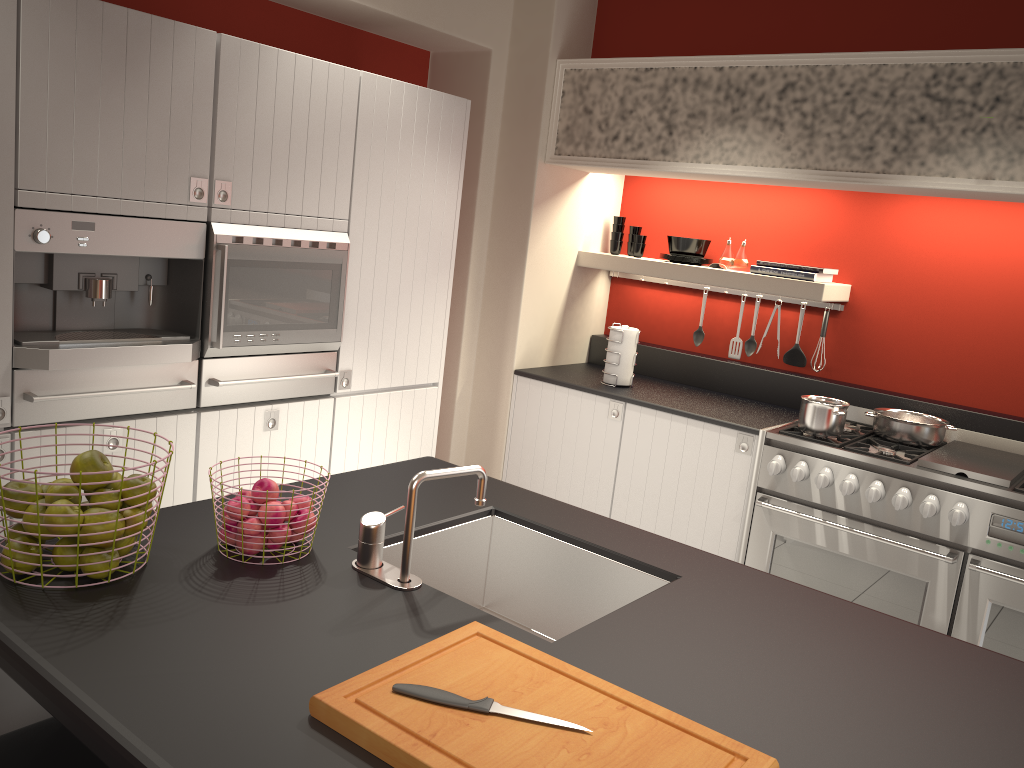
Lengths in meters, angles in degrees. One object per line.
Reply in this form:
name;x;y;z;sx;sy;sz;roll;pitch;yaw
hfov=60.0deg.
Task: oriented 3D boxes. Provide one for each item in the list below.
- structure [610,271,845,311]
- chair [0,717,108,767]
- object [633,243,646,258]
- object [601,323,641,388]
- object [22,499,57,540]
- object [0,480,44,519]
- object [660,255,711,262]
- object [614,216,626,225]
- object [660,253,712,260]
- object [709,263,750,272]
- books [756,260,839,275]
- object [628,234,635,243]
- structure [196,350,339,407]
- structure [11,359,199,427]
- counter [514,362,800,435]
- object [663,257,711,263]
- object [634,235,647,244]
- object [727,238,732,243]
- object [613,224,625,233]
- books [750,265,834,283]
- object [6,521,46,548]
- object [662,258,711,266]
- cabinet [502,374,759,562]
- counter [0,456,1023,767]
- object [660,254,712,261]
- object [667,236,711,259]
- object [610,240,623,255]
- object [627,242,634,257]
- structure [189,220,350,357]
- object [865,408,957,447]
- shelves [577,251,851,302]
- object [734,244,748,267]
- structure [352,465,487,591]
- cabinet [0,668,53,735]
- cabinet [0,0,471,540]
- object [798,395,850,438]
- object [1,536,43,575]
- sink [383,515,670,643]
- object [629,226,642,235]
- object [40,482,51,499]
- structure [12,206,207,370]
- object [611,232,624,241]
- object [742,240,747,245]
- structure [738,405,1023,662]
structure;1.101;-0.506;4.739;1.356;0.034;0.054;15;13;37
chair;-0.856;0.908;1.474;0.383;1.007;0.474;14;13;37
object;0.681;-0.719;4.777;0.070;0.076;0.070;8;10;9
object;0.548;-0.147;4.488;0.168;0.304;0.163;2;11;-23
object;-0.875;0.254;1.663;0.076;0.077;0.076;7;10;2
object;-0.934;0.221;1.689;0.077;0.068;0.076;13;12;30
object;0.920;-0.655;4.693;0.280;0.016;0.280;14;13;36
object;0.599;-0.898;4.963;0.070;0.076;0.070;8;10;9
object;0.922;-0.666;4.691;0.280;0.016;0.280;14;13;36
object;1.122;-0.592;4.508;0.183;0.027;0.160;2;11;-24
books;1.381;-0.565;4.293;0.332;0.026;0.207;15;13;37
object;0.675;-0.790;4.912;0.070;0.076;0.070;8;10;9
structure;-0.916;-0.024;3.395;0.129;0.177;0.617;14;13;37
structure;-1.308;0.021;2.904;0.129;0.177;0.617;14;13;37
counter;0.755;0.048;4.475;1.361;0.026;0.699;15;13;37
object;0.920;-0.650;4.694;0.280;0.016;0.280;14;13;36
object;0.686;-0.762;4.769;0.070;0.076;0.070;8;10;9
object;1.097;-0.722;4.468;0.023;0.031;0.024;5;10;-11
object;0.594;-0.855;4.971;0.070;0.076;0.070;8;10;9
books;1.352;-0.534;4.293;0.331;0.042;0.207;16;14;42
object;-0.931;0.295;1.701;0.068;0.068;0.068;-2;14;-41
object;0.919;-0.645;4.695;0.280;0.016;0.280;14;13;36
cabinet;0.696;0.546;4.568;1.362;0.992;0.687;14;13;37
counter;0.097;0.498;1.592;2.055;0.050;1.416;15;13;37
object;0.921;-0.660;4.692;0.280;0.016;0.280;14;13;36
object;0.928;-0.716;4.682;0.232;0.108;0.233;5;11;-11
object;0.562;-0.738;4.806;0.070;0.076;0.070;8;10;9
object;0.670;-0.747;4.919;0.070;0.076;0.070;8;10;9
structure;-0.943;-0.365;3.382;0.333;0.472;0.610;14;13;37
object;1.747;0.192;3.905;0.309;0.104;0.310;2;11;-24
shelves;1.003;-0.568;4.606;1.380;0.083;0.376;15;13;37
object;1.170;-0.645;4.517;0.077;0.134;0.076;10;11;21
structure;-0.194;0.280;1.850;0.183;0.248;0.224;14;13;37
cabinet;0.031;1.016;1.690;2.036;1.010;1.424;14;13;37
cabinet;-1.370;-0.137;3.345;0.717;2.248;2.558;14;13;37
object;1.335;0.142;3.815;0.201;0.148;0.201;13;12;30
object;-0.896;0.314;1.622;0.068;0.068;0.068;-2;14;-41
sink;-0.006;0.540;1.991;0.568;0.258;0.516;14;13;37
object;0.680;-0.833;4.904;0.070;0.076;0.070;8;10;9
object;-0.911;0.233;1.754;0.076;0.077;0.076;7;10;2
structure;-1.392;-0.332;2.940;0.453;0.469;0.624;14;13;37
object;0.567;-0.781;4.798;0.070;0.076;0.070;8;10;9
object;1.180;-0.718;4.504;0.026;0.032;0.023;10;11;20
structure;1.705;0.760;3.722;1.323;1.084;0.778;14;13;37
